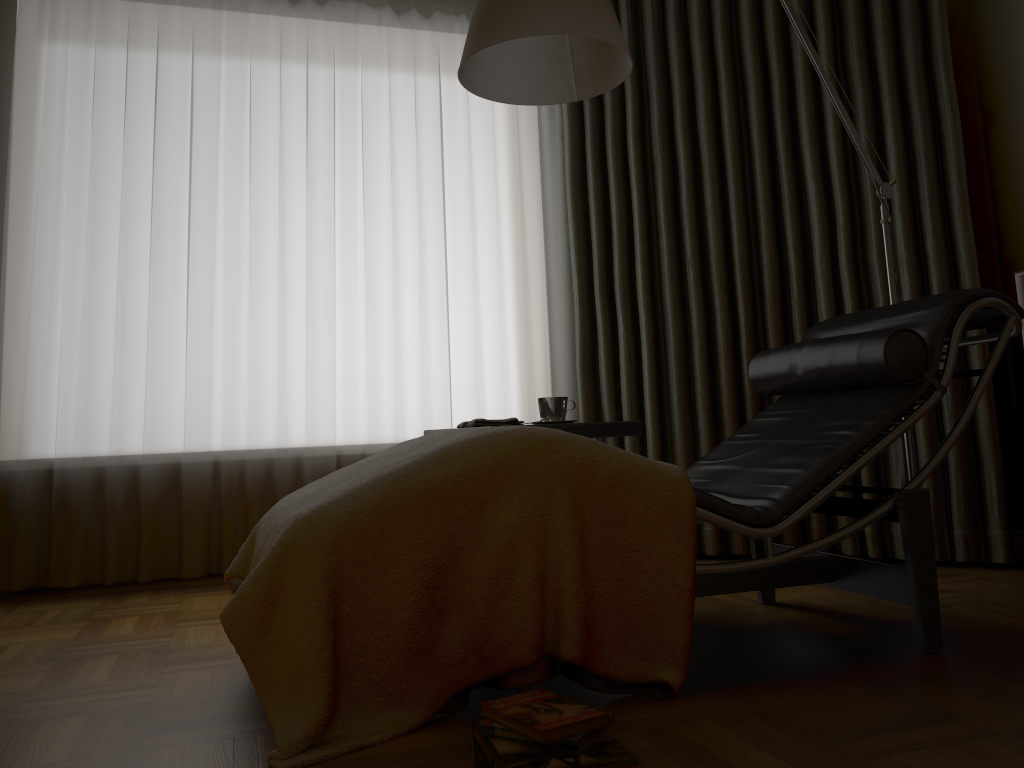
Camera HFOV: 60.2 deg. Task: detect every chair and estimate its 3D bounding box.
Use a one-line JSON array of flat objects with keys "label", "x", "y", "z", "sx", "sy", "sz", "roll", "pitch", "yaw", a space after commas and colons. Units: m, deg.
[{"label": "chair", "x": 0.351, "y": 0.200, "z": 2.088, "sx": 1.788, "sy": 0.807, "sz": 0.629, "roll": -1, "pitch": -6, "yaw": -18}]

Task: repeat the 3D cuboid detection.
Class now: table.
[{"label": "table", "x": 0.050, "y": 0.152, "z": 2.754, "sx": 0.499, "sy": 0.045, "sz": 0.513, "roll": -1, "pitch": -4, "yaw": -26}]

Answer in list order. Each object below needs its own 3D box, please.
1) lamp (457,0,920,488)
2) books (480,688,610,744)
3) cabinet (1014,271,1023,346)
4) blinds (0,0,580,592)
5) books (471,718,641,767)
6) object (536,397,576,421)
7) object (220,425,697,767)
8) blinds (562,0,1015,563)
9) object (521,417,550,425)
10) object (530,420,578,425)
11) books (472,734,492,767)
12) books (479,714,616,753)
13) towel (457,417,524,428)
[{"label": "lamp", "x": 0.572, "y": -0.344, "z": 2.326, "sx": 1.415, "sy": 1.991, "sz": 0.446, "roll": -1, "pitch": -8, "yaw": -14}, {"label": "books", "x": 0.048, "y": 0.508, "z": 1.360, "sx": 0.123, "sy": 0.018, "sz": 0.171, "roll": 0, "pitch": -4, "yaw": -33}, {"label": "cabinet", "x": 1.928, "y": 0.049, "z": 1.782, "sx": 0.416, "sy": 0.871, "sz": 1.658, "roll": 0, "pitch": -5, "yaw": -18}, {"label": "blinds", "x": -0.771, "y": -0.468, "z": 3.450, "sx": 2.196, "sy": 2.319, "sz": 0.091, "roll": -1, "pitch": -8, "yaw": -18}, {"label": "books", "x": 0.056, "y": 0.544, "z": 1.323, "sx": 0.189, "sy": 0.020, "sz": 0.262, "roll": -2, "pitch": -3, "yaw": -13}, {"label": "object", "x": 0.129, "y": 0.081, "z": 2.673, "sx": 0.111, "sy": 0.079, "sz": 0.097, "roll": -1, "pitch": -5, "yaw": -16}, {"label": "object", "x": -0.151, "y": 0.363, "z": 1.921, "sx": 0.908, "sy": 0.526, "sz": 0.908, "roll": -1, "pitch": -5, "yaw": -17}, {"label": "blinds", "x": 0.910, "y": -0.605, "z": 3.404, "sx": 1.526, "sy": 2.482, "sz": 0.222, "roll": -6, "pitch": -9, "yaw": 27}, {"label": "object", "x": 0.066, "y": 0.108, "z": 2.584, "sx": 0.029, "sy": 0.020, "sz": 0.123, "roll": -7, "pitch": -5, "yaw": 41}, {"label": "object", "x": 0.124, "y": 0.117, "z": 2.666, "sx": 0.150, "sy": 0.009, "sz": 0.148, "roll": -2, "pitch": -3, "yaw": -12}, {"label": "books", "x": 0.041, "y": 0.565, "z": 1.314, "sx": 0.200, "sy": 0.022, "sz": 0.277, "roll": -2, "pitch": -3, "yaw": -3}, {"label": "books", "x": 0.055, "y": 0.526, "z": 1.362, "sx": 0.172, "sy": 0.018, "sz": 0.123, "roll": -4, "pitch": -4, "yaw": 31}, {"label": "towel", "x": -0.068, "y": 0.128, "z": 2.801, "sx": 0.179, "sy": 0.036, "sz": 0.238, "roll": -2, "pitch": -3, "yaw": -14}]
